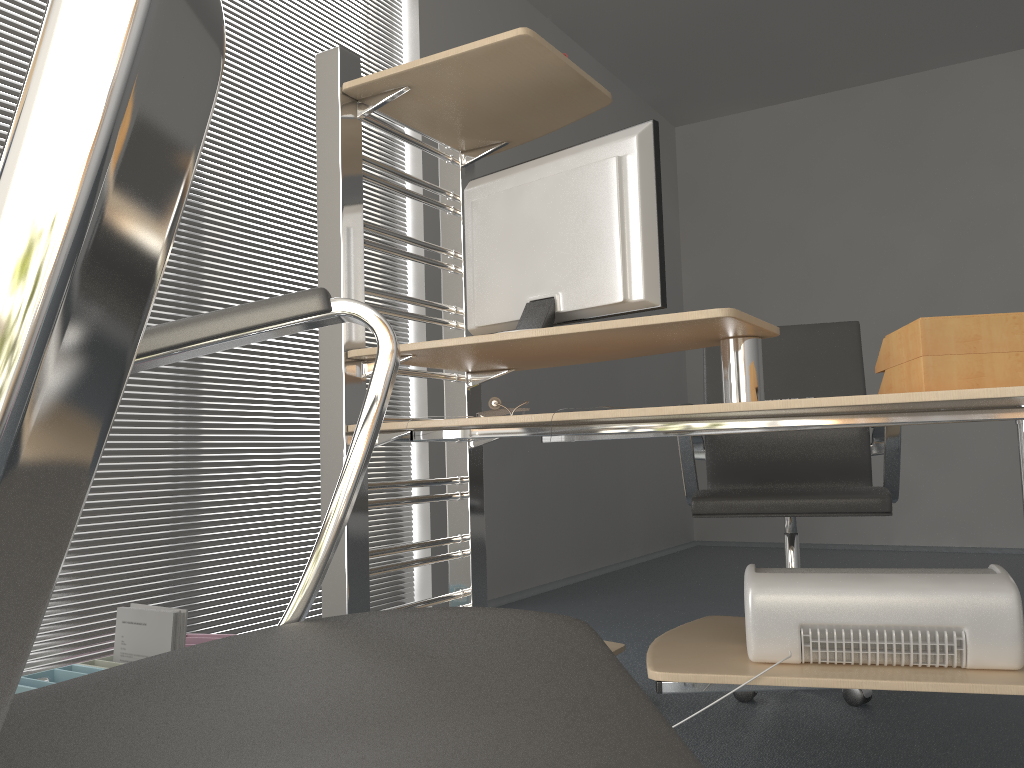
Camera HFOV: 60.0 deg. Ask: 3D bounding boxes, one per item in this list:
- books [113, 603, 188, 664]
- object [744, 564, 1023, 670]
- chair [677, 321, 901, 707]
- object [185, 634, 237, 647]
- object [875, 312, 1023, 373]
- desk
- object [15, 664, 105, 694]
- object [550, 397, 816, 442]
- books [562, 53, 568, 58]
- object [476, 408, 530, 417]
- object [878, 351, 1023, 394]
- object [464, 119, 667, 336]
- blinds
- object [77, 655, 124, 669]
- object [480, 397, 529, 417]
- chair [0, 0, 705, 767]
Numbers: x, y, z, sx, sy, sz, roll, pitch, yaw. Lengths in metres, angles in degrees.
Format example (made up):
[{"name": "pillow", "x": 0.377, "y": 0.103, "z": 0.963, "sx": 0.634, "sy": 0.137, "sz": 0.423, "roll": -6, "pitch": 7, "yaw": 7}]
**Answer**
[{"name": "books", "x": -0.881, "y": 0.696, "z": 2.142, "sx": 0.220, "sy": 0.306, "sz": 0.068, "roll": -5, "pitch": -5, "yaw": 31}, {"name": "object", "x": 0.659, "y": 0.407, "z": 1.643, "sx": 0.438, "sy": 0.162, "sz": 0.351, "roll": -3, "pitch": -5, "yaw": 15}, {"name": "chair", "x": 0.792, "y": 0.315, "z": 2.539, "sx": 0.584, "sy": 1.048, "sz": 0.652, "roll": -3, "pitch": -5, "yaw": 17}, {"name": "object", "x": -0.795, "y": 0.779, "z": 2.331, "sx": 0.245, "sy": 0.202, "sz": 0.185, "roll": -3, "pitch": -5, "yaw": 13}, {"name": "object", "x": 0.764, "y": -0.066, "z": 1.492, "sx": 0.225, "sy": 0.060, "sz": 0.309, "roll": -3, "pitch": -5, "yaw": 10}, {"name": "desk", "x": 0.457, "y": 0.018, "z": 1.956, "sx": 1.469, "sy": 1.566, "sz": 0.967, "roll": -4, "pitch": -5, "yaw": 31}, {"name": "object", "x": -0.982, "y": 0.755, "z": 1.965, "sx": 0.245, "sy": 0.202, "sz": 0.185, "roll": -5, "pitch": -5, "yaw": 31}, {"name": "object", "x": 0.354, "y": 0.076, "z": 1.876, "sx": 0.478, "sy": 0.082, "sz": 0.814, "roll": -5, "pitch": -6, "yaw": 38}, {"name": "books", "x": -0.062, "y": -0.690, "z": 2.061, "sx": 0.262, "sy": 0.072, "sz": 0.320, "roll": 1, "pitch": -5, "yaw": -27}, {"name": "object", "x": -0.022, "y": 0.082, "z": 2.219, "sx": 0.134, "sy": 0.042, "sz": 0.022, "roll": 0, "pitch": -5, "yaw": -17}, {"name": "object", "x": 0.765, "y": -0.010, "z": 1.487, "sx": 0.225, "sy": 0.060, "sz": 0.309, "roll": -3, "pitch": -5, "yaw": 10}, {"name": "object", "x": 0.053, "y": -0.295, "z": 1.877, "sx": 0.245, "sy": 0.418, "sz": 0.516, "roll": 2, "pitch": -6, "yaw": -37}, {"name": "blinds", "x": -0.938, "y": -0.564, "z": 2.821, "sx": 0.022, "sy": 2.770, "sz": 1.950, "roll": -4, "pitch": -5, "yaw": 31}, {"name": "object", "x": -0.887, "y": 0.765, "z": 2.124, "sx": 0.245, "sy": 0.202, "sz": 0.185, "roll": -5, "pitch": -5, "yaw": 31}, {"name": "object", "x": 0.003, "y": 0.062, "z": 2.118, "sx": 0.159, "sy": 0.064, "sz": 0.054, "roll": -2, "pitch": -5, "yaw": -2}, {"name": "chair", "x": -0.250, "y": 0.172, "z": 0.397, "sx": 0.652, "sy": 1.048, "sz": 0.584, "roll": -1, "pitch": -5, "yaw": -4}]
